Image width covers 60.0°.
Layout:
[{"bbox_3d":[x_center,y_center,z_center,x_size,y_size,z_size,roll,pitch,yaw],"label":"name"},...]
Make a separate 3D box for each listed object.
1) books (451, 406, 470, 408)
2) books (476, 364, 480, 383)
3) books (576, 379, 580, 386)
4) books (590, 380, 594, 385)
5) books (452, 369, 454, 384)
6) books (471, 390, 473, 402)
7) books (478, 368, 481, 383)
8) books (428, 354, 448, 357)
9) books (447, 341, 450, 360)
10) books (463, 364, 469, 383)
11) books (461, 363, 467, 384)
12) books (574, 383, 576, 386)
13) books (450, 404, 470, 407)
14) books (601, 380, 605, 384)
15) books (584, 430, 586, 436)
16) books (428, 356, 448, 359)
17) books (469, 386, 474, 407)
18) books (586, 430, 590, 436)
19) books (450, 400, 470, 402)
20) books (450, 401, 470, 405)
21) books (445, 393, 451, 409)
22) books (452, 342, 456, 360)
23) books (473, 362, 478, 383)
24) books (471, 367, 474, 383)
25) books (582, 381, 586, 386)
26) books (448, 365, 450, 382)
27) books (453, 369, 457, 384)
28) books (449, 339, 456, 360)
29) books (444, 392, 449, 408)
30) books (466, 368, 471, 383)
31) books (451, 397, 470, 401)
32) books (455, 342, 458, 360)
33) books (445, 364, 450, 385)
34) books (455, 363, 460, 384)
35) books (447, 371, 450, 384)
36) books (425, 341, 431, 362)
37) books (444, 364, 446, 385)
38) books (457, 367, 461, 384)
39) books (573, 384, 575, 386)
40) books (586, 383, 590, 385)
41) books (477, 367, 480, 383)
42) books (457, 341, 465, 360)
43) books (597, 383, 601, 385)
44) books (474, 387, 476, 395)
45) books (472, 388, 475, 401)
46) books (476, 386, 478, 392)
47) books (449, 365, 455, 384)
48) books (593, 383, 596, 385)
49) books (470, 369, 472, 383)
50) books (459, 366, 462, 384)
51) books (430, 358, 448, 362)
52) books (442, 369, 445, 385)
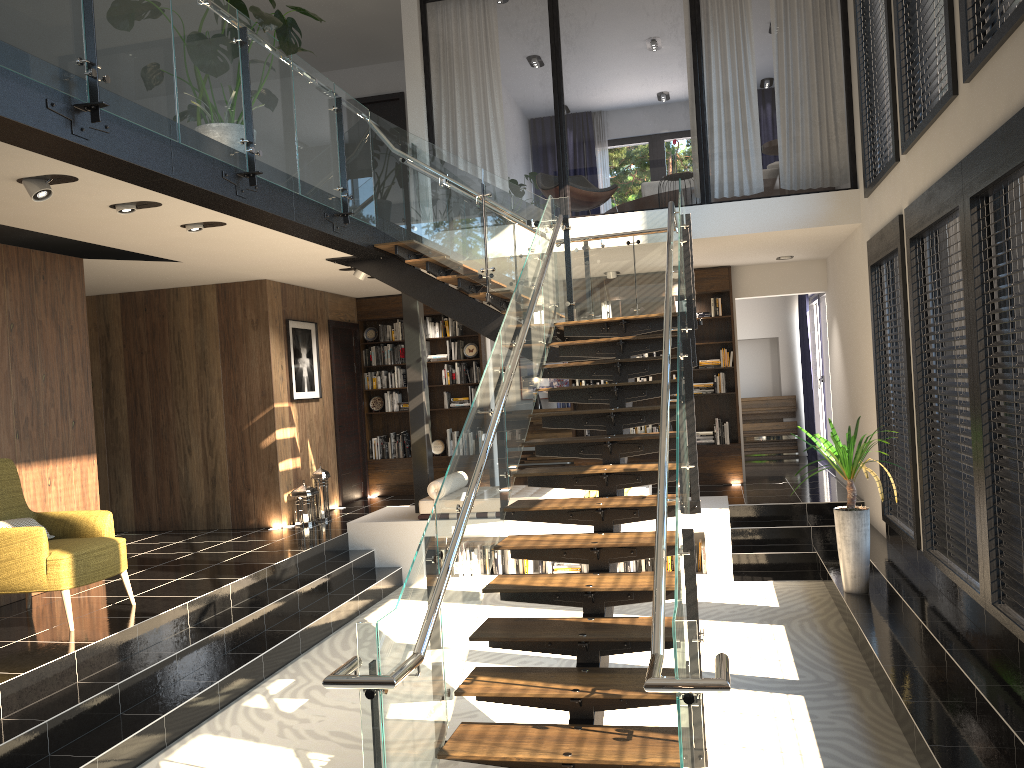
[{"bbox_3d":[-0.671,0.304,11.814,0.245,0.021,0.159,-4,0,15],"label":"books"},{"bbox_3d":[-0.448,-0.140,11.718,0.018,0.246,0.144,-3,1,13],"label":"books"},{"bbox_3d":[0.857,0.080,11.440,0.028,0.282,0.168,-3,1,13],"label":"books"},{"bbox_3d":[1.037,0.073,11.407,0.029,0.272,0.152,-3,1,13],"label":"books"},{"bbox_3d":[-0.762,-0.098,11.791,0.026,0.200,0.154,-3,0,13],"label":"books"},{"bbox_3d":[-0.505,0.191,11.780,0.024,0.226,0.141,-3,1,13],"label":"books"},{"bbox_3d":[-0.408,-0.118,11.685,0.026,0.196,0.170,-3,0,13],"label":"books"},{"bbox_3d":[-0.970,-0.379,11.894,0.264,0.021,0.189,-4,0,11],"label":"books"},{"bbox_3d":[-0.822,-0.447,11.834,0.023,0.264,0.218,-3,0,13],"label":"books"},{"bbox_3d":[-0.606,-0.139,11.736,0.016,0.262,0.155,-3,1,13],"label":"books"},{"bbox_3d":[-0.631,-0.145,11.749,0.037,0.277,0.179,-3,1,13],"label":"books"},{"bbox_3d":[0.838,0.103,11.479,0.028,0.237,0.134,-3,1,13],"label":"books"},{"bbox_3d":[-0.675,0.279,11.803,0.271,0.028,0.174,-4,0,8],"label":"books"},{"bbox_3d":[1.171,0.073,11.362,0.029,0.256,0.167,-3,1,13],"label":"books"},{"bbox_3d":[0.966,0.712,11.472,0.025,0.270,0.156,-3,1,13],"label":"books"},{"bbox_3d":[-0.971,-0.353,11.886,0.266,0.030,0.209,-4,0,13],"label":"books"},{"bbox_3d":[-0.530,0.166,11.761,0.014,0.279,0.202,-3,0,13],"label":"books"},{"bbox_3d":[0.980,0.676,11.422,0.028,0.340,0.203,-3,1,13],"label":"books"},{"bbox_3d":[-0.675,0.226,11.817,0.266,0.019,0.157,-4,0,15],"label":"books"},{"bbox_3d":[-0.675,0.250,11.811,0.263,0.030,0.159,-4,0,10],"label":"books"},{"bbox_3d":[-0.846,0.221,11.828,0.036,0.206,0.215,-3,0,13],"label":"books"},{"bbox_3d":[-0.753,-0.436,11.804,0.025,0.235,0.232,-3,0,13],"label":"books"},{"bbox_3d":[-0.470,-0.155,11.700,0.016,0.278,0.201,-3,0,13],"label":"books"},{"bbox_3d":[-0.503,-0.118,11.711,0.020,0.209,0.147,-3,0,13],"label":"books"},{"bbox_3d":[0.935,0.087,11.422,0.029,0.258,0.181,-3,0,13],"label":"books"},{"bbox_3d":[-0.806,-0.122,11.787,0.014,0.253,0.169,-3,1,13],"label":"books"},{"bbox_3d":[-0.740,-0.097,11.757,0.032,0.195,0.183,-3,0,13],"label":"books"},{"bbox_3d":[-0.791,-0.459,11.810,0.049,0.286,0.259,-3,0,13],"label":"books"},{"bbox_3d":[-0.871,0.214,11.862,0.028,0.224,0.161,-3,0,13],"label":"books"},{"bbox_3d":[-0.561,-0.109,11.754,0.060,0.196,0.119,-3,1,13],"label":"books"},{"bbox_3d":[-0.675,0.201,11.825,0.239,0.031,0.146,-4,0,13],"label":"books"},{"bbox_3d":[-0.715,-0.440,11.813,0.047,0.238,0.225,-3,0,13],"label":"books"},{"bbox_3d":[-0.849,-0.129,11.799,0.019,0.272,0.175,-3,1,13],"label":"books"},{"bbox_3d":[-0.713,-0.142,11.771,0.020,0.281,0.153,-3,1,13],"label":"books"},{"bbox_3d":[-0.822,-0.085,11.799,0.028,0.180,0.130,-3,0,13],"label":"books"},{"bbox_3d":[-1.133,-0.434,11.910,0.016,0.278,0.209,-3,0,13],"label":"books"},{"bbox_3d":[-0.867,-0.132,11.821,0.025,0.280,0.145,-3,1,13],"label":"books"},{"bbox_3d":[-0.691,-0.112,11.756,0.027,0.219,0.139,-3,1,13],"label":"books"},{"bbox_3d":[0.812,0.110,11.481,0.025,0.227,0.156,-3,0,13],"label":"books"},{"bbox_3d":[0.988,0.099,11.423,0.028,0.227,0.136,-3,1,13],"label":"books"},{"bbox_3d":[-0.428,-0.119,11.706,0.023,0.200,0.121,-3,1,13],"label":"books"},{"bbox_3d":[-0.679,-0.448,11.789,0.035,0.251,0.196,-3,0,13],"label":"books"},{"bbox_3d":[1.119,0.094,11.384,0.030,0.222,0.189,-3,0,13],"label":"books"},{"bbox_3d":[-0.460,0.172,11.778,0.038,0.257,0.138,-3,1,13],"label":"books"},{"bbox_3d":[-0.494,0.180,11.744,0.014,0.247,0.192,-3,0,13],"label":"books"},{"bbox_3d":[-0.446,0.166,11.727,0.013,0.267,0.177,-3,1,13],"label":"books"},{"bbox_3d":[-0.791,-0.123,11.775,0.021,0.253,0.167,-3,1,13],"label":"books"},{"bbox_3d":[1.066,0.100,11.415,0.021,0.216,0.170,-3,0,13],"label":"books"},{"bbox_3d":[-0.521,-0.108,11.735,0.026,0.190,0.121,-3,1,13],"label":"books"},{"bbox_3d":[-0.659,-0.124,11.772,0.030,0.239,0.146,-3,1,13],"label":"books"},{"bbox_3d":[-0.966,-0.322,11.899,0.239,0.033,0.176,-4,0,10],"label":"books"},{"bbox_3d":[-0.891,-0.096,11.835,0.033,0.211,0.132,-3,1,13],"label":"books"}]
